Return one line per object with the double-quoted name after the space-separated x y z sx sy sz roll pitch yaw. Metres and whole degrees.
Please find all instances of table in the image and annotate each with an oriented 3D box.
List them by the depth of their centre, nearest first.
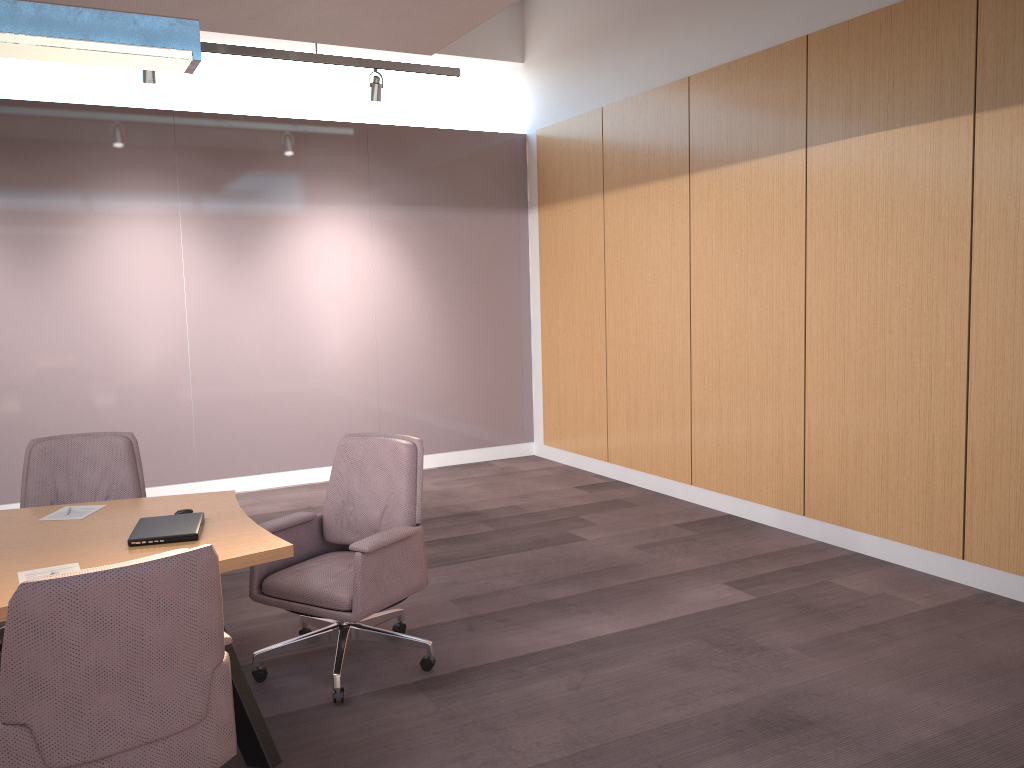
-4.487 1.158 1.588 8.000 0.748 1.885 -5 7 -28 "table"

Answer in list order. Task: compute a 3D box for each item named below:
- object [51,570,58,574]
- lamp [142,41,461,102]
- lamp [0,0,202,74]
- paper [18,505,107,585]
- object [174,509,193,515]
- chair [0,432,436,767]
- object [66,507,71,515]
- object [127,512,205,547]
-1.363 0.578 2.679 0.125 0.009 0.009 3 8 41 "object"
-4.308 -2.064 1.340 12.467 1.321 5.699 -5 7 -28 "lamp"
-4.228 -1.805 1.451 6.974 1.864 0.200 -5 7 -28 "lamp"
-4.419 0.778 1.598 6.800 0.001 1.713 -5 7 -27 "paper"
-1.269 0.494 3.429 0.070 0.019 0.039 -6 7 -34 "object"
-4.587 1.064 1.536 9.673 0.948 3.001 -5 7 -27 "chair"
-1.762 0.502 3.525 0.009 0.009 0.125 -4 6 -20 "object"
-1.231 0.517 3.172 0.231 0.026 0.325 -3 6 -15 "object"
